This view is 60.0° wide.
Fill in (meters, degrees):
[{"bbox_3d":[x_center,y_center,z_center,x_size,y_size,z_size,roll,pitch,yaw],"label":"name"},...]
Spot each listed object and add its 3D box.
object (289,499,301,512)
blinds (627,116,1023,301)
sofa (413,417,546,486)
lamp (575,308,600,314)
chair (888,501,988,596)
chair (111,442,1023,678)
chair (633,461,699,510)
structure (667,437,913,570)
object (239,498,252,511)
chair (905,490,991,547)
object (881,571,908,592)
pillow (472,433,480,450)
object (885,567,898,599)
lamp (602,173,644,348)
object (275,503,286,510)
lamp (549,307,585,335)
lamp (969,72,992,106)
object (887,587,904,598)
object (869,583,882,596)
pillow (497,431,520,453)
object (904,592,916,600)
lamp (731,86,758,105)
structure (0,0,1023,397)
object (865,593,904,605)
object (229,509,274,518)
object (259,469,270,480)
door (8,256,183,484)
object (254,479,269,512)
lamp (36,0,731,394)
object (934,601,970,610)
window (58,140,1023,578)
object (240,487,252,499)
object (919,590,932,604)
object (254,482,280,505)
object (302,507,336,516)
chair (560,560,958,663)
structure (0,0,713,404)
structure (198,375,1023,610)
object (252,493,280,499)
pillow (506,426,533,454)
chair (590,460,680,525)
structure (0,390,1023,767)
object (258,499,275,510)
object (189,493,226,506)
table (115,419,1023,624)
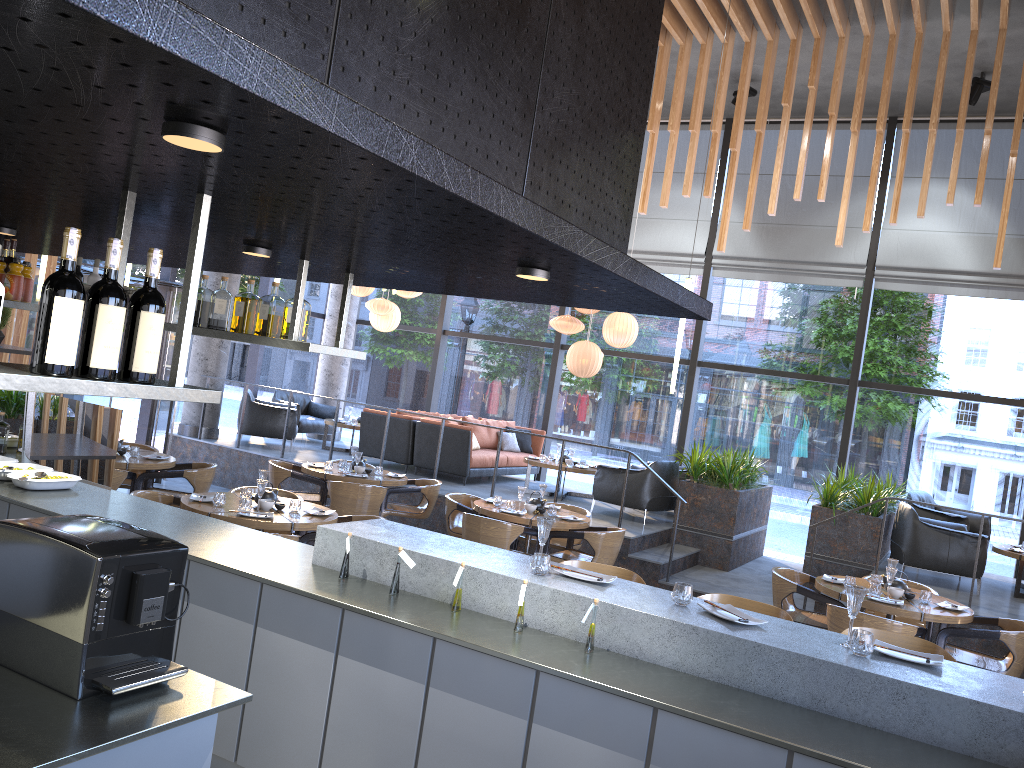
[{"bbox_3d":[-1.553,0.873,6.354,0.086,0.086,0.086,8,0,-9],"label":"object"},{"bbox_3d":[-1.645,-3.133,10.619,17.610,2.314,8.760,8,0,-19],"label":"blinds"},{"bbox_3d":[-0.403,0.894,12.184,0.864,0.811,2.226,8,0,28],"label":"sofa"},{"bbox_3d":[1.139,-2.087,11.563,0.465,2.374,0.465,8,0,-39],"label":"lamp"},{"bbox_3d":[4.304,1.630,9.005,0.833,0.743,1.030,8,0,13],"label":"chair"},{"bbox_3d":[0.365,1.581,6.676,9.749,0.759,4.352,8,0,29],"label":"chair"},{"bbox_3d":[2.048,1.293,11.547,0.833,0.743,1.030,8,0,13],"label":"chair"},{"bbox_3d":[-2.745,0.688,8.476,15.715,1.608,4.306,8,0,-24],"label":"structure"},{"bbox_3d":[-1.828,0.832,6.092,0.086,0.086,0.086,8,0,14],"label":"object"},{"bbox_3d":[4.901,1.641,10.079,0.833,0.743,1.030,8,0,42],"label":"chair"},{"bbox_3d":[2.880,1.487,6.650,0.163,0.179,0.168,8,0,-24],"label":"object"},{"bbox_3d":[-0.580,0.716,11.850,0.289,0.311,0.393,8,0,8],"label":"pillow"},{"bbox_3d":[2.723,1.439,6.396,0.082,0.227,0.082,8,0,-3],"label":"object"},{"bbox_3d":[1.110,-2.089,8.365,0.468,3.124,6.999,8,0,9],"label":"lamp"},{"bbox_3d":[-1.660,0.880,6.342,0.080,0.042,0.080,8,0,13],"label":"object"},{"bbox_3d":[0.873,-1.774,11.664,0.467,2.271,0.467,8,0,-9],"label":"lamp"},{"bbox_3d":[4.951,-3.128,9.460,0.273,0.367,0.300,8,0,-16],"label":"lamp"},{"bbox_3d":[2.815,1.535,6.513,0.116,0.065,0.116,8,0,7],"label":"object"},{"bbox_3d":[2.637,1.498,6.433,0.086,0.086,0.086,8,0,-37],"label":"object"},{"bbox_3d":[-0.049,0.822,12.575,0.332,0.263,0.203,8,0,-42],"label":"pillow"},{"bbox_3d":[2.922,1.563,6.518,0.080,0.042,0.080,8,0,-8],"label":"object"},{"bbox_3d":[2.749,-3.456,10.616,0.273,0.367,0.300,8,0,-43],"label":"lamp"},{"bbox_3d":[-0.534,-1.155,4.930,10.399,5.894,10.127,8,0,28],"label":"structure"},{"bbox_3d":[2.614,1.526,6.282,0.294,0.025,0.170,8,0,25],"label":"object"},{"bbox_3d":[-1.753,0.875,5.963,0.294,0.025,0.170,8,0,-14],"label":"object"},{"bbox_3d":[-1.862,0.756,6.605,0.082,0.227,0.082,8,0,22],"label":"object"},{"bbox_3d":[-5.247,-0.149,10.947,2.186,2.526,2.186,8,0,-42],"label":"door"},{"bbox_3d":[-1.736,0.774,6.112,0.082,0.227,0.082,8,0,-42],"label":"object"},{"bbox_3d":[0.340,-5.216,4.281,8.975,10.231,8.774,8,0,26],"label":"lamp"},{"bbox_3d":[3.155,1.606,6.393,0.294,0.025,0.170,8,0,-43],"label":"object"},{"bbox_3d":[-0.397,-1.130,6.539,12.739,5.897,12.900,8,0,28],"label":"window"},{"bbox_3d":[-1.962,0.812,6.550,0.086,0.086,0.086,8,0,-25],"label":"object"},{"bbox_3d":[3.013,1.554,6.461,0.086,0.086,0.086,8,0,30],"label":"object"},{"bbox_3d":[-1.774,0.793,6.411,0.163,0.179,0.168,8,0,-6],"label":"object"},{"bbox_3d":[-1.401,0.927,6.394,0.170,0.025,0.294,8,0,8],"label":"object"},{"bbox_3d":[1.243,1.567,1.757,2.787,1.047,5.395,8,0,5],"label":"chair"},{"bbox_3d":[-3.925,-1.597,3.817,8.600,2.382,4.958,8,0,28],"label":"structure"},{"bbox_3d":[-0.980,-0.441,5.226,11.718,4.117,9.054,8,0,28],"label":"structure"},{"bbox_3d":[-1.915,0.851,6.734,0.294,0.025,0.170,8,0,-26],"label":"object"},{"bbox_3d":[0.096,0.811,12.821,0.418,0.345,0.242,8,0,-22],"label":"pillow"},{"bbox_3d":[1.503,1.212,10.499,0.833,0.743,1.030,8,0,35],"label":"chair"},{"bbox_3d":[-2.567,0.821,2.811,8.945,1.400,4.889,8,0,28],"label":"structure"},{"bbox_3d":[-1.740,0.856,6.269,0.116,0.065,0.116,8,0,13],"label":"object"},{"bbox_3d":[-2.136,0.787,6.248,0.253,0.086,0.335,8,0,-14],"label":"object"},{"bbox_3d":[0.499,1.495,8.372,10.659,0.968,6.876,8,0,28],"label":"table"}]
